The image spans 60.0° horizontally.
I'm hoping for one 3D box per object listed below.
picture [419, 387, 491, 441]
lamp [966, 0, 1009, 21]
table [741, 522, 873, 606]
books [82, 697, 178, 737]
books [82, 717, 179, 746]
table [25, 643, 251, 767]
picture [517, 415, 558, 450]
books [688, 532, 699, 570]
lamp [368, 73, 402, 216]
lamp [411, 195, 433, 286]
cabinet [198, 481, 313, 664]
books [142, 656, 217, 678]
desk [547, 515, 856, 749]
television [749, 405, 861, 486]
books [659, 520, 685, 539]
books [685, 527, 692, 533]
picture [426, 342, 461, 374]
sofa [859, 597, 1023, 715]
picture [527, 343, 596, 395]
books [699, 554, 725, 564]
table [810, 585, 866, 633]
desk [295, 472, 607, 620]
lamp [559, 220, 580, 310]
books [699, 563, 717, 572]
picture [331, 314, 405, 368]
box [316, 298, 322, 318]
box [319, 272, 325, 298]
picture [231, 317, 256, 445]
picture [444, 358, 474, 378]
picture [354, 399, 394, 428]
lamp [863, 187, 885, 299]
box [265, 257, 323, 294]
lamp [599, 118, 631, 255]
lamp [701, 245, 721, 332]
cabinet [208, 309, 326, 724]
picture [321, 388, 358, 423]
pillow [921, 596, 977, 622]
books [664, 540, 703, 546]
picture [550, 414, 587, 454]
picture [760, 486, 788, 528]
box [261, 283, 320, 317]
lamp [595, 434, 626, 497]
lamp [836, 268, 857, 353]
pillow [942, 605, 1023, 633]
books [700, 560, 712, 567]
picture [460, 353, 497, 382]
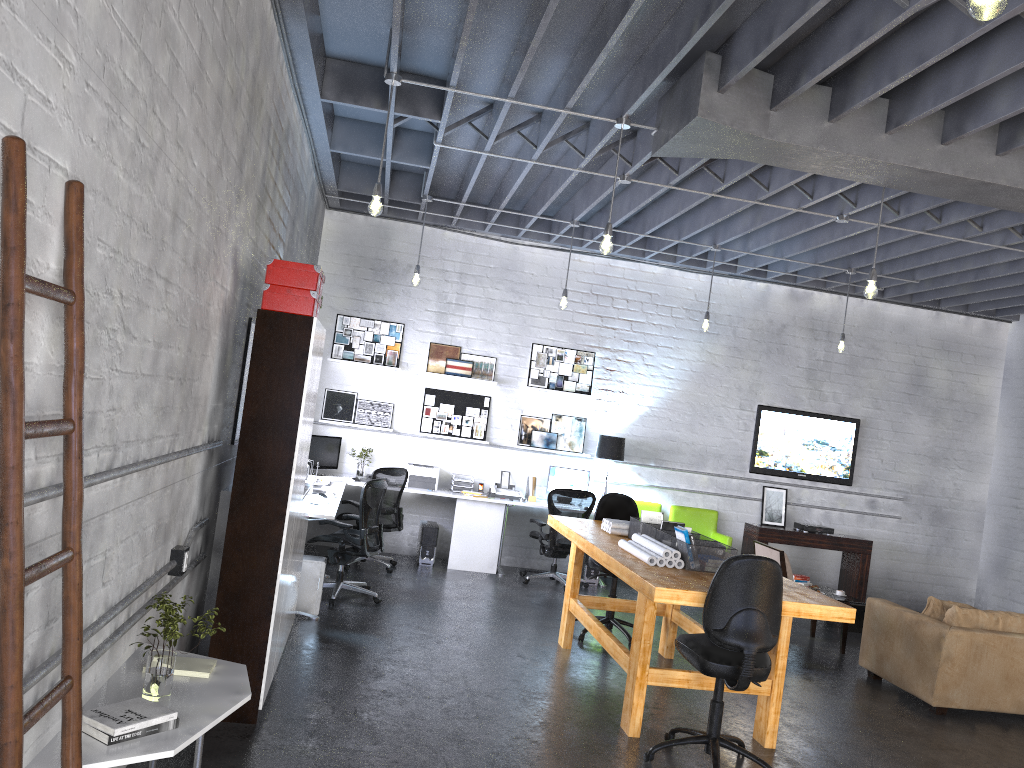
[{"bbox_3d":[-0.631,0.339,9.916,0.749,0.503,0.058,8,-1,-9],"label":"picture"},{"bbox_3d":[1.206,-1.320,2.159,0.104,0.878,0.104,8,-1,9],"label":"lamp"},{"bbox_3d":[3.414,2.133,10.369,1.411,0.819,0.404,8,-1,-9],"label":"table"},{"bbox_3d":[-1.228,1.061,2.834,0.185,0.022,0.234,7,-2,29],"label":"books"},{"bbox_3d":[-1.233,1.087,2.844,0.185,0.031,0.251,6,-2,33],"label":"books"},{"bbox_3d":[-1.238,1.381,3.114,0.517,0.532,1.336,8,-2,-9],"label":"table"},{"bbox_3d":[0.301,0.551,10.057,0.452,0.345,0.054,8,-1,-9],"label":"picture"},{"bbox_3d":[1.081,1.005,5.372,0.097,0.209,0.157,8,-1,-9],"label":"books"},{"bbox_3d":[-0.793,-1.473,5.491,0.104,0.878,0.104,8,-1,-9],"label":"lamp"},{"bbox_3d":[-0.873,-1.374,8.542,0.104,0.878,0.104,8,-1,-9],"label":"lamp"},{"bbox_3d":[-1.649,1.176,5.833,0.466,1.021,1.151,8,-2,-9],"label":"cabinet"},{"bbox_3d":[-1.299,1.106,3.480,0.248,0.021,0.176,8,-2,-9],"label":"books"},{"bbox_3d":[0.999,1.591,5.993,1.115,0.926,2.832,8,-2,-9],"label":"desk"},{"bbox_3d":[3.488,0.735,10.544,1.324,0.816,0.021,8,-1,-9],"label":"television"},{"bbox_3d":[1.052,1.018,5.885,0.158,0.214,0.063,8,-1,-9],"label":"books"},{"bbox_3d":[1.113,1.041,5.926,0.143,0.188,0.061,8,-1,-9],"label":"books"},{"bbox_3d":[-0.762,-0.273,9.903,0.355,0.343,0.042,8,-1,-9],"label":"picture"},{"bbox_3d":[4.053,2.192,6.909,2.331,0.628,1.104,8,-2,-9],"label":"sofa"},{"bbox_3d":[0.566,-0.165,10.100,0.749,0.503,0.058,8,-1,-9],"label":"picture"},{"bbox_3d":[1.213,1.069,5.414,0.128,0.022,0.181,8,-2,-14],"label":"books"},{"bbox_3d":[3.114,2.316,9.316,0.873,0.300,0.873,8,-2,-5],"label":"table"},{"bbox_3d":[-0.487,1.542,8.302,3.576,0.785,3.299,8,-2,-9],"label":"desk"},{"bbox_3d":[0.561,-1.170,8.764,0.104,0.878,0.104,8,-1,-9],"label":"lamp"},{"bbox_3d":[1.207,1.115,5.417,0.155,0.029,0.226,8,-2,-9],"label":"books"},{"bbox_3d":[-1.587,-0.471,9.767,0.749,0.503,0.058,8,-1,-9],"label":"picture"},{"bbox_3d":[-1.163,-0.415,4.737,0.270,0.131,0.206,8,-2,-9],"label":"box"},{"bbox_3d":[-1.146,-0.544,4.739,0.268,0.133,0.206,8,-2,-9],"label":"box"},{"bbox_3d":[-1.686,-0.014,5.675,0.020,0.780,0.606,8,-1,-9],"label":"picture"},{"bbox_3d":[-0.594,-0.175,9.911,0.311,0.196,0.029,8,-1,-9],"label":"picture"},{"bbox_3d":[-1.521,0.327,9.784,0.410,0.277,0.036,8,-1,-9],"label":"picture"},{"bbox_3d":[2.474,-1.009,5.995,0.104,0.878,0.104,8,-1,-9],"label":"lamp"},{"bbox_3d":[-1.114,-0.546,4.533,0.270,0.131,0.206,8,-2,-9],"label":"box"},{"bbox_3d":[0.658,-1.267,5.715,0.104,0.878,0.104,8,-1,-9],"label":"lamp"},{"bbox_3d":[2.013,-0.964,8.988,0.104,0.878,0.104,8,-1,-9],"label":"lamp"},{"bbox_3d":[-1.325,0.666,4.833,0.291,2.046,0.873,8,-1,-9],"label":"cabinet"},{"bbox_3d":[-1.894,0.241,9.730,0.355,0.343,0.042,8,-1,-9],"label":"picture"},{"bbox_3d":[3.321,1.829,6.764,0.523,0.403,0.319,7,-1,11],"label":"pillow"},{"bbox_3d":[1.112,1.038,5.714,0.232,0.027,0.184,9,-3,-37],"label":"books"},{"bbox_3d":[0.633,0.567,10.117,0.410,0.408,0.047,8,-1,-9],"label":"picture"},{"bbox_3d":[3.096,1.449,10.470,0.308,0.457,0.092,8,-1,-9],"label":"picture"},{"bbox_3d":[-1.131,-0.418,4.531,0.270,0.131,0.206,8,-2,-9],"label":"box"},{"bbox_3d":[1.075,1.000,9.977,0.333,0.831,0.334,7,-2,43],"label":"lamp"},{"bbox_3d":[3.469,-0.757,9.213,0.104,0.878,0.104,7,-1,35],"label":"lamp"},{"bbox_3d":[3.489,1.846,6.575,0.704,0.402,0.291,8,-1,-9],"label":"pillow"},{"bbox_3d":[1.213,1.091,5.419,0.141,0.021,0.203,8,-2,-8],"label":"books"},{"bbox_3d":[-0.389,-0.187,9.958,0.410,0.277,0.036,8,-1,-9],"label":"picture"}]
